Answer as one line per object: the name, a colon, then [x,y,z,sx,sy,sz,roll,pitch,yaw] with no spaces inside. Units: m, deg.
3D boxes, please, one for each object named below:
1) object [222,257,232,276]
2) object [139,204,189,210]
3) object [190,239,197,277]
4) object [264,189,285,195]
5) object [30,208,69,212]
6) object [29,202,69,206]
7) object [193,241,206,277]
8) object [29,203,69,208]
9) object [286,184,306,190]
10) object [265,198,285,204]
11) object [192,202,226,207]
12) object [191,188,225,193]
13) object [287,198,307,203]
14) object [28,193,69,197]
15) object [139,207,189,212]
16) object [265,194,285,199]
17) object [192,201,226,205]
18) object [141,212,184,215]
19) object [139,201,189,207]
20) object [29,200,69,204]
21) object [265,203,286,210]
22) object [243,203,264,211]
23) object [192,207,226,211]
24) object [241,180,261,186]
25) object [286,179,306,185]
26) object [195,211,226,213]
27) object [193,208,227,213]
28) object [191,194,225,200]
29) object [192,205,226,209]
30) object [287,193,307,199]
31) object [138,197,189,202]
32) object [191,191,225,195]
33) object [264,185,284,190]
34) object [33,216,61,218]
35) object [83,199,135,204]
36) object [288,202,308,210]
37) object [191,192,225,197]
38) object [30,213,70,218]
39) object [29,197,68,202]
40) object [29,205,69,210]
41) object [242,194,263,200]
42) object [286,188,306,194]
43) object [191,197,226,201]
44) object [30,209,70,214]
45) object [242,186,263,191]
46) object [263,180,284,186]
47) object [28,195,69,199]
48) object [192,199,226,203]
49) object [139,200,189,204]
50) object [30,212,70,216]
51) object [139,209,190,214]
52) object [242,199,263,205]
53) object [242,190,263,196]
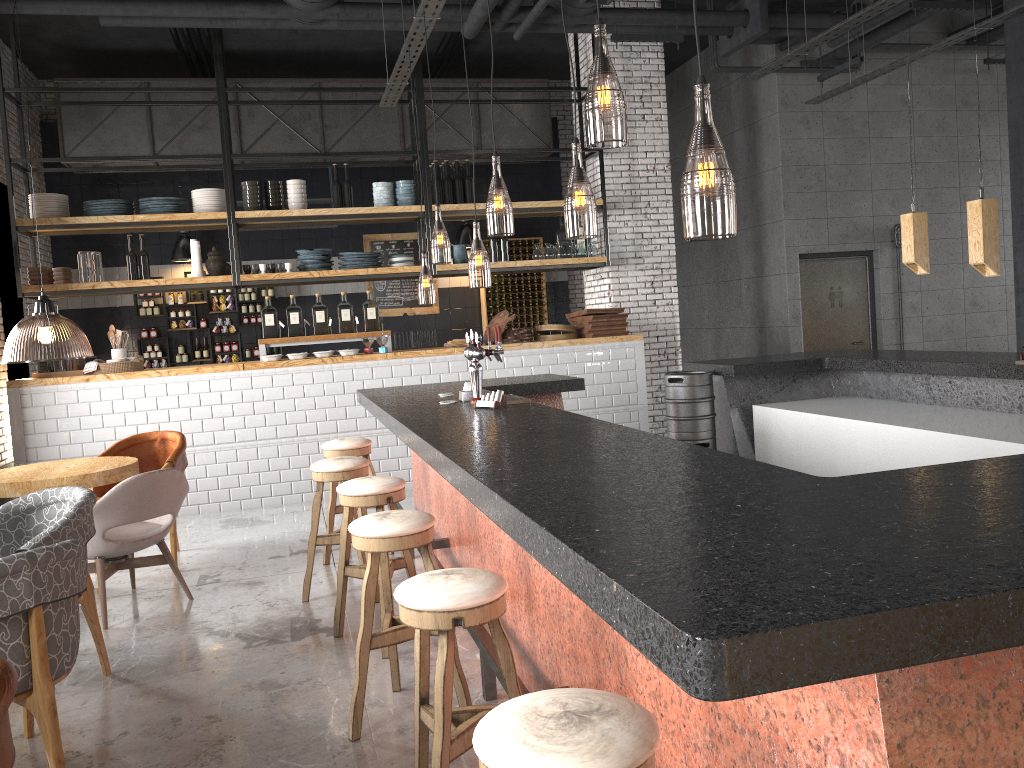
object: [-2.894,-1.152,8.816,0.203,0.212,0.203,-2,4,23]
object: [-3.346,-1.683,8.539,0.454,0.038,0.454,-5,4,-13]
object: [-3.108,-1.219,8.694,0.126,0.394,0.127,-2,3,26]
object: [-2.353,-1.866,8.790,0.196,0.102,0.197,-4,4,-4]
object: [-4.322,-1.609,8.291,0.334,0.042,0.335,-1,5,36]
object: [-4.325,-1.663,8.289,0.334,0.038,0.335,-3,4,6]
object: [-3.035,-1.198,8.558,0.132,0.360,0.127,-3,3,11]
object: [-4.325,-1.644,8.291,0.334,0.043,0.335,-2,4,25]
object: [-2.148,-1.928,8.842,0.196,0.100,0.196,-5,4,-18]
object: [-2.347,-1.778,8.798,0.196,0.101,0.197,-4,4,5]
object: [-2.940,-1.727,8.642,0.334,0.039,0.335,0,5,42]
object: [-2.949,-1.859,8.636,0.335,0.039,0.334,-7,5,-40]
object: [-2.141,-1.796,8.846,0.197,0.104,0.196,-7,5,-38]
object: [-4.330,-1.741,8.286,0.335,0.039,0.335,-6,4,-23]
object: [-3.345,-1.659,8.540,0.454,0.042,0.454,-1,5,36]
object: [-2.347,-1.823,8.791,0.197,0.107,0.196,-7,5,-43]
object: [-2.941,-1.747,8.640,0.334,0.040,0.335,-2,5,30]
object: [-3.342,-1.612,8.543,0.454,0.033,0.454,-4,4,-6]
object: [-3.348,-1.706,8.538,0.454,0.037,0.455,-2,5,30]
object: [-4.326,-1.683,8.288,0.335,0.034,0.335,-7,5,-38]
object: [-2.345,-1.735,8.802,0.196,0.104,0.197,-2,4,22]
object: [-2.549,-1.717,8.748,0.196,0.102,0.197,-4,4,-2]
object: [-2.937,-1.689,8.643,0.334,0.037,0.335,0,5,42]
object: [-2.566,-1.938,8.737,0.196,0.105,0.197,-3,4,7]
object: [-2.152,-1.973,8.843,0.197,0.103,0.196,-7,5,-36]
object: [-2.935,-1.650,8.646,0.334,0.033,0.335,-2,4,24]
object: [-2.936,-1.670,8.646,0.335,0.045,0.334,-6,5,-33]
object: [-2.945,-1.801,8.639,0.334,0.041,0.335,0,6,45]
object: [-2.939,-1.708,8.642,0.334,0.040,0.335,-1,5,40]
object: [-2.141,-1.840,8.844,0.196,0.104,0.197,-2,4,21]
object: [-3.351,-1.753,8.536,0.454,0.039,0.454,-4,4,5]
object: [-2.948,-1.840,8.636,0.335,0.039,0.335,-7,5,-39]
object: [-2.355,-1.911,8.788,0.196,0.102,0.196,-5,4,-21]
object: [-4.316,-1.531,8.296,0.334,0.033,0.335,-2,4,24]
object: [-3.824,-1.713,8.415,0.454,0.050,0.454,-4,4,-1]
object: [-2.135,-1.752,8.848,0.197,0.105,0.196,-7,5,-36]
object: [-2.947,-1.821,8.638,0.335,0.044,0.334,-8,5,-43]
object: [-4.318,-1.551,8.295,0.334,0.042,0.335,-2,4,24]
object: [-4.328,-1.702,8.287,0.335,0.040,0.335,-6,4,-24]
object: [-4.323,-1.629,8.291,0.334,0.038,0.335,-3,4,11]
object: [-2.555,-1.805,8.743,0.196,0.102,0.197,-3,4,15]
object: [-2.148,-1.884,8.847,0.196,0.103,0.197,-4,4,2]
object: [-2.944,-1.782,8.638,0.335,0.042,0.335,-6,5,-30]
object: [-4.321,-1.590,8.294,0.334,0.044,0.335,0,5,42]
object: [-2.555,-1.894,8.737,0.196,0.107,0.197,-3,4,14]
object: [-2.359,-1.955,8.790,0.197,0.102,0.196,-7,5,-38]
object: [-4.329,-1.722,8.287,0.335,0.041,0.335,-5,4,-18]
object: [-2.943,-1.762,8.640,0.335,0.039,0.335,-4,4,-6]
object: [-3.349,-1.730,8.536,0.454,0.050,0.453,-7,5,-39]
object: [-4.320,-1.570,8.294,0.335,0.039,0.335,-6,4,-27]
object: [-3.343,-1.636,8.542,0.454,0.045,0.454,-7,5,-39]
object: [-2.553,-1.761,8.745,0.196,0.104,0.197,-1,5,40]
object: [-2.557,-1.849,8.740,0.196,0.100,0.197,-1,5,41]
